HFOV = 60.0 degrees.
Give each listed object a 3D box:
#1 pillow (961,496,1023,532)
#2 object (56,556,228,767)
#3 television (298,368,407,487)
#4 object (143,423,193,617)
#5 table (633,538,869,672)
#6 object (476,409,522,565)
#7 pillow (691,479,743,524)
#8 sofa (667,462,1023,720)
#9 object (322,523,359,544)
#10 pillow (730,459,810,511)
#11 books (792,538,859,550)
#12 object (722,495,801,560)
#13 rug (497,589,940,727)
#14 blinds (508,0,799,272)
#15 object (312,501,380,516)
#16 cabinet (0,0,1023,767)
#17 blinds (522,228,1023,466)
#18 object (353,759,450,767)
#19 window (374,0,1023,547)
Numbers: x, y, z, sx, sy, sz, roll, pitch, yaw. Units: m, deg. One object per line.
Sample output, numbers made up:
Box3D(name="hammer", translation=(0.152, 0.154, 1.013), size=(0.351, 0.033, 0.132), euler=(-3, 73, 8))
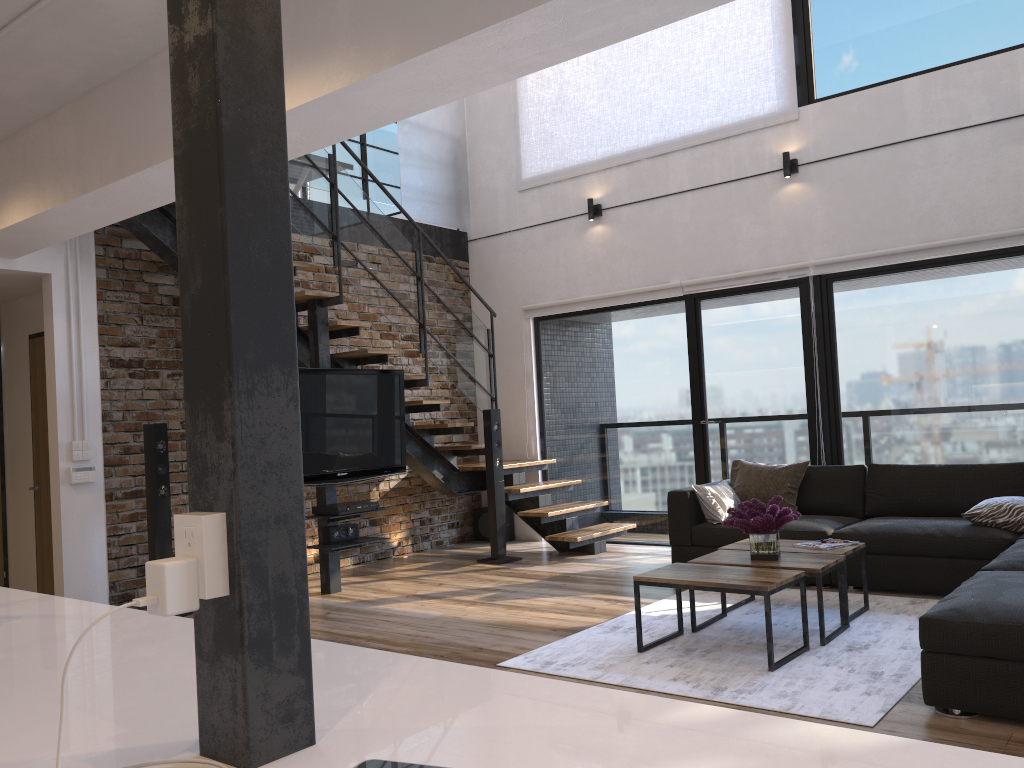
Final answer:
Box3D(name="pillow", translation=(2.791, 0.732, 5.031), size=(0.356, 0.177, 0.531), euler=(-5, -3, 36))
Box3D(name="object", translation=(-0.361, 0.315, 0.861), size=(0.214, 0.246, 0.417), euler=(-2, -3, -31))
Box3D(name="television", translation=(-1.187, 0.289, 5.981), size=(0.136, 0.783, 1.207), euler=(-4, -3, 38))
Box3D(name="object", translation=(-2.198, 0.849, 5.526), size=(0.271, 1.205, 0.271), euler=(-4, -2, 28))
Box3D(name="table", translation=(1.233, 1.033, 4.349), size=(0.697, 0.350, 1.298), euler=(-5, -3, 38))
Box3D(name="object", translation=(-0.130, 0.803, 7.034), size=(0.271, 1.205, 0.271), euler=(-5, -2, 43))
Box3D(name="pillow", translation=(1.411, 0.790, 5.962), size=(0.212, 0.265, 0.498), euler=(-5, -3, 39))
Box3D(name="sofa", translation=(1.919, 0.833, 4.564), size=(3.046, 0.700, 2.998), euler=(-5, -3, 38))
Box3D(name="object", translation=(-1.158, 1.010, 5.989), size=(0.089, 0.112, 0.247), euler=(-5, -3, 38))
Box3D(name="pillow", translation=(1.734, 0.714, 6.135), size=(0.610, 0.382, 0.265), euler=(-5, -3, 38))
Box3D(name="books", translation=(1.652, 0.842, 4.661), size=(0.295, 0.013, 0.229), euler=(-2, -3, -31))
Box3D(name="object", translation=(1.241, 0.687, 4.364), size=(0.342, 0.343, 0.375), euler=(-5, -3, 40))
Box3D(name="rug", translation=(1.223, 1.207, 4.312), size=(1.638, 0.003, 2.113), euler=(-5, -3, 38))
Box3D(name="blinds", translation=(-0.392, -2.532, 7.289), size=(10.206, 2.974, 1.996), euler=(-4, -2, 17))
Box3D(name="object", translation=(-1.109, 0.834, 5.941), size=(0.275, 0.058, 0.360), euler=(-5, -3, 38))
Box3D(name="cabinet", translation=(-2.113, 0.039, 1.568), size=(9.121, 2.870, 2.473), euler=(-5, -3, 38))
Box3D(name="blinds", translation=(2.245, 0.118, 6.429), size=(5.372, 2.043, 0.095), euler=(-5, -2, 38))
Box3D(name="object", translation=(-0.125, 0.421, 0.856), size=(0.188, 0.013, 0.240), euler=(-4, -3, 23))
Box3D(name="window", translation=(0.972, -1.319, 5.306), size=(13.405, 5.564, 5.663), euler=(-5, -3, 38))
